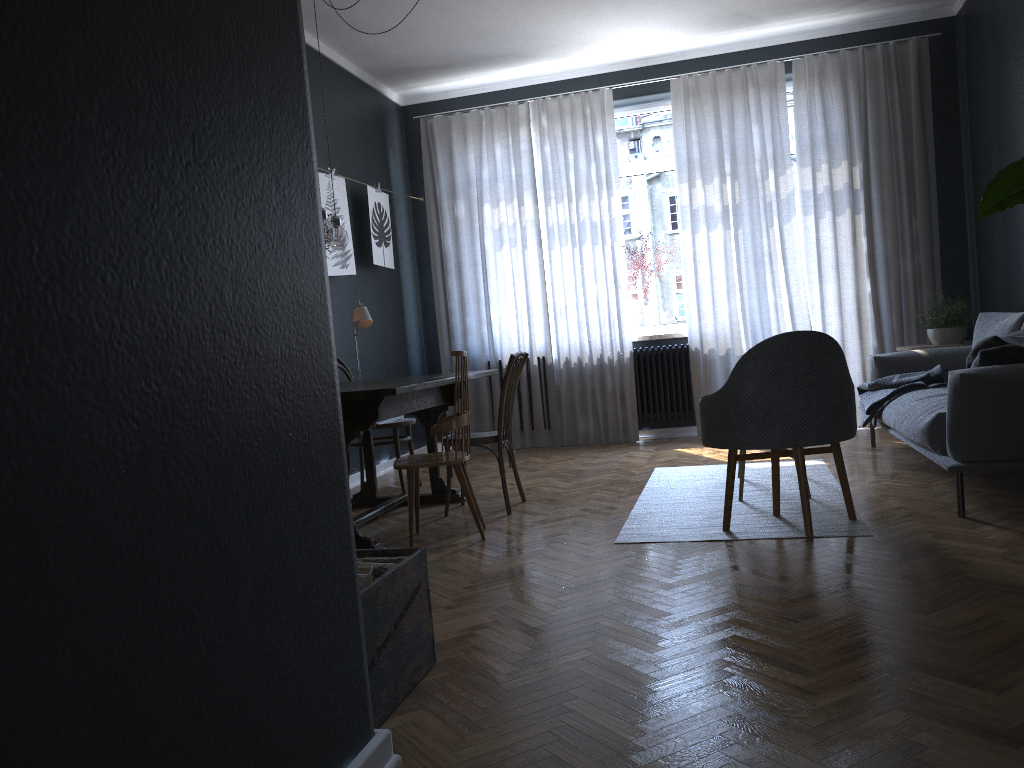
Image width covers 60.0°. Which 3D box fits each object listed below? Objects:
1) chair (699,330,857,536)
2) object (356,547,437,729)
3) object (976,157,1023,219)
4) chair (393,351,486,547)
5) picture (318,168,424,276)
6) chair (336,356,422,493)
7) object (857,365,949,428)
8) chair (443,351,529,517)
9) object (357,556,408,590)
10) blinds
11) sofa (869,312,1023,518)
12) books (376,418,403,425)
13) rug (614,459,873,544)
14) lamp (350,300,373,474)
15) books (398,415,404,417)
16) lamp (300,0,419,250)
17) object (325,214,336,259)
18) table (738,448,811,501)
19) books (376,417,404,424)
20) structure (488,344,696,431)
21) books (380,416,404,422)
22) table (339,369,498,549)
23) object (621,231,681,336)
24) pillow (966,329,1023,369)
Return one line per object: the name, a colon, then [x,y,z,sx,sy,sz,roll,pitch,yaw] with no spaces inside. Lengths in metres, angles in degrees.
chair: [1.138,0.188,3.650,0.645,0.812,0.494,-6,3,-8]
object: [-0.470,0.637,2.206,0.383,0.326,0.552,-4,3,14]
object: [1.375,-0.268,1.228,1.118,1.900,0.763,-5,3,8]
chair: [-0.348,0.287,4.052,0.384,0.857,0.455,-5,3,-1]
picture: [-1.263,-1.058,5.380,0.058,0.772,4.452,-4,3,14]
chair: [-0.880,0.233,5.565,0.549,0.921,0.437,-4,3,12]
object: [2.268,0.054,5.131,0.490,0.329,0.665,-4,3,19]
chair: [-0.136,0.255,4.671,0.467,0.820,0.362,-4,3,14]
object: [-0.482,0.562,2.202,0.370,0.247,0.532,-4,3,14]
blinds: [1.259,-0.964,6.943,3.994,2.791,0.312,-4,3,14]
sofa: [2.423,0.044,4.496,0.970,0.799,2.337,-4,3,14]
books: [-0.848,0.239,5.533,0.218,0.008,0.304,-4,3,21]
rug: [1.146,0.559,4.500,1.004,0.013,2.009,-5,3,14]
lamp: [-0.944,0.044,5.417,0.241,1.070,0.800,-7,4,-31]
books: [-0.849,0.217,5.530,0.219,0.013,0.304,-4,3,26]
lamp: [-0.425,-1.508,4.059,0.582,1.576,1.591,-8,4,-44]
object: [-1.240,-0.435,4.770,0.638,0.931,0.556,-6,3,-15]
table: [1.320,0.266,4.572,0.339,0.550,0.787,-4,3,14]
books: [-0.849,0.232,5.531,0.218,0.007,0.304,-4,3,26]
structure: [0.689,0.036,7.231,1.847,0.601,0.215,-4,3,14]
books: [-0.849,0.225,5.533,0.218,0.008,0.304,-4,3,26]
table: [-0.784,0.368,4.491,1.126,0.728,1.602,-4,3,14]
object: [1.053,-0.794,7.100,0.514,0.810,0.599,-6,3,-12]
pillow: [2.206,-0.091,3.896,0.442,0.362,0.796,-3,3,32]
